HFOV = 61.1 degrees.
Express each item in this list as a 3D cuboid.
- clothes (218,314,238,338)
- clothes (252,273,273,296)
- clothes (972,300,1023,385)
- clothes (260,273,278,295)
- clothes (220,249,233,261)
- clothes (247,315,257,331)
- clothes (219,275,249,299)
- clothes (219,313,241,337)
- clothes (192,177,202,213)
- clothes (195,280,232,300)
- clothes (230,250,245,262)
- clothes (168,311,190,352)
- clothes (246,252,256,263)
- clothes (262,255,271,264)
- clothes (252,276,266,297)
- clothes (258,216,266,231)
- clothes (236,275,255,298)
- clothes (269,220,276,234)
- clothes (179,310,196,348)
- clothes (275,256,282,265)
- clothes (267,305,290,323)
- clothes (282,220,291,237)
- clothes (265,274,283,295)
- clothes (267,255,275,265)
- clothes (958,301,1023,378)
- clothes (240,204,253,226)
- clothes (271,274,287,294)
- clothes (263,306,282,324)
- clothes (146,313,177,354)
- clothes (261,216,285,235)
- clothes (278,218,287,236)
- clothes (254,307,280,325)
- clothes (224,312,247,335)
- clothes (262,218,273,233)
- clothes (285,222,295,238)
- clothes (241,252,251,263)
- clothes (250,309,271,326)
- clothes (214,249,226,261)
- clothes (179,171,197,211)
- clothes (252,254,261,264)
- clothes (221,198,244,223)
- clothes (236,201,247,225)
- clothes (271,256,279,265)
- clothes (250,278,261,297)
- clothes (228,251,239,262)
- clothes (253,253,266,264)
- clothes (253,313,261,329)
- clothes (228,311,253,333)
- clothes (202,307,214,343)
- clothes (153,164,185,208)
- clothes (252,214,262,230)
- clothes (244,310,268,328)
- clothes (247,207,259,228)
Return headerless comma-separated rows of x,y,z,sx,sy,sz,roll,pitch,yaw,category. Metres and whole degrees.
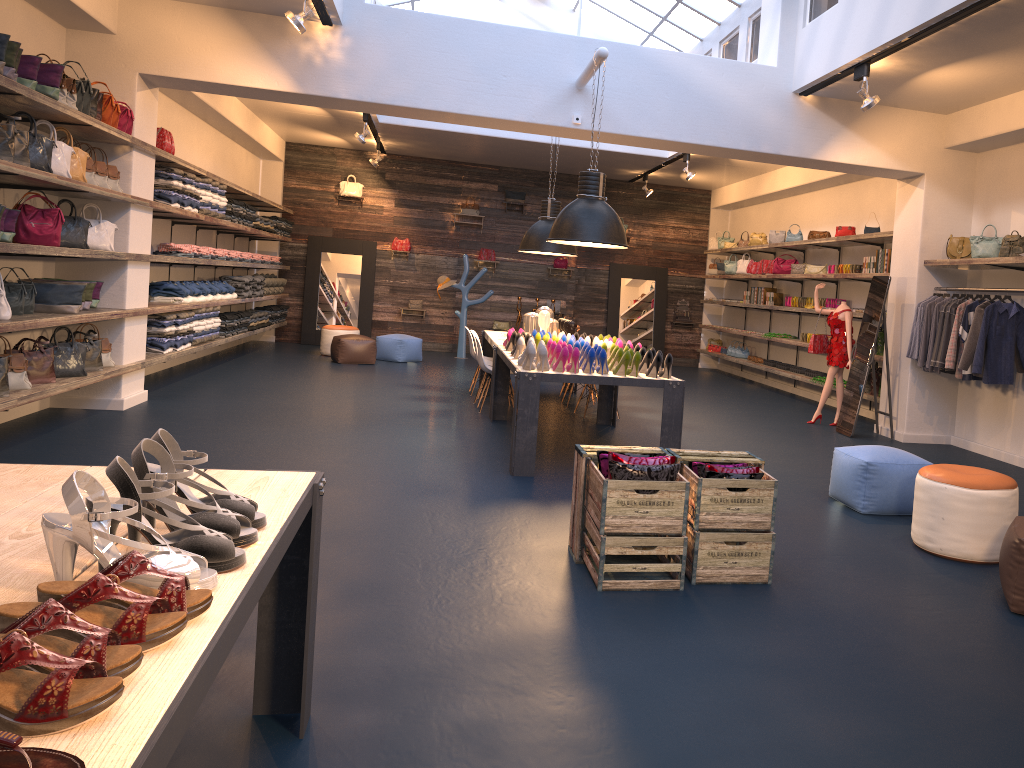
-3.674,-0.735,10.909,0.380,0.298,0.320,4,4,-7,clothes
-3.910,-1.542,13.399,0.341,0.341,0.389,4,5,-2,clothes
4.590,-0.386,8.087,0.700,0.794,0.169,3,2,-14,clothes
-3.947,-1.594,13.827,0.341,0.341,0.389,4,5,-2,clothes
-3.735,-1.646,11.046,0.333,0.154,0.339,3,6,-15,clothes
-3.873,-0.891,12.326,0.418,0.250,0.347,4,5,0,clothes
-3.722,-1.296,11.612,0.394,0.302,0.334,3,5,-21,clothes
-3.712,-0.774,11.223,0.386,0.298,0.305,3,5,-21,clothes
-3.469,-2.028,9.230,0.257,0.409,0.316,4,4,-2,clothes
-3.759,-1.169,10.770,0.419,0.240,0.436,5,5,6,clothes
-3.794,-1.731,11.746,0.333,0.154,0.339,3,6,-15,clothes
-3.508,-0.552,8.965,0.257,0.409,0.316,4,4,-2,clothes
-3.855,-1.818,12.463,0.333,0.154,0.339,3,6,-15,clothes
-3.974,-1.948,13.572,0.344,0.158,0.327,6,6,11,clothes
-3.828,-1.442,12.743,0.411,0.316,0.340,2,5,-23,clothes
-3.811,-2.373,12.661,0.432,0.250,0.336,3,5,-12,clothes
-3.763,-1.349,11.976,0.411,0.316,0.340,2,5,-23,clothes
-3.878,-2.469,13.451,0.432,0.250,0.336,3,5,-12,clothes
-3.562,-0.592,9.280,0.257,0.409,0.316,4,4,-2,clothes
-4.037,-2.078,14.601,0.333,0.154,0.339,3,6,-15,clothes
-4.009,-1.194,14.682,0.375,0.297,0.634,4,6,-6,clothes
-3.900,-2.610,14.470,0.364,0.298,0.298,4,4,-10,clothes
-3.983,-1.646,14.256,0.341,0.341,0.389,4,5,-2,clothes
-3.978,-1.993,13.902,0.333,0.154,0.339,3,6,-15,clothes
4.578,-0.414,8.242,0.731,0.733,0.167,3,2,-15,clothes
-3.646,-2.248,11.491,0.364,0.298,0.298,4,4,-10,clothes
-4.020,-1.698,14.684,0.341,0.341,0.389,4,5,-2,clothes
-3.965,-1.136,14.203,0.386,0.298,0.305,3,5,-21,clothes
-3.506,-0.512,8.621,0.257,0.409,0.316,4,4,-2,clothes
-3.834,-2.532,13.839,0.380,0.298,0.320,4,4,-7,clothes
-3.872,-2.571,14.153,0.386,0.298,0.305,3,5,-21,clothes
-3.927,-1.097,13.888,0.380,0.298,0.320,4,4,-7,clothes
-3.739,-0.813,11.540,0.364,0.298,0.298,4,4,-10,clothes
-3.847,-2.422,13.066,0.418,0.250,0.347,4,5,0,clothes
-3.927,-2.648,14.789,0.357,0.298,0.303,4,4,-4,clothes
-3.851,-1.774,12.133,0.344,0.158,0.327,6,6,11,clothes
-3.971,-1.034,13.500,0.432,0.250,0.336,3,5,-12,clothes
-3.731,-1.602,10.716,0.344,0.158,0.327,6,6,11,clothes
-3.415,-1.987,8.916,0.257,0.409,0.316,4,4,-2,clothes
-3.911,-1.859,12.833,0.344,0.158,0.327,6,6,11,clothes
-3.581,-2.170,10.859,0.380,0.298,0.320,4,4,-7,clothes
-3.619,-2.209,11.173,0.386,0.298,0.305,3,5,-21,clothes
-4.033,-2.033,14.272,0.344,0.158,0.327,6,6,11,clothes
-3.787,-1.389,12.378,0.394,0.302,0.334,3,5,-21,clothes
-3.790,-1.687,11.416,0.344,0.158,0.327,6,6,11,clothes
-3.915,-1.903,13.163,0.333,0.154,0.339,3,6,-15,clothes
-3.904,-0.938,12.711,0.432,0.250,0.336,3,5,-12,clothes
-3.766,-0.851,11.859,0.357,0.298,0.303,4,4,-4,clothes
-3.611,-0.691,9.962,0.268,0.454,0.336,5,4,4,clothes
-3.413,-1.948,8.571,0.257,0.409,0.316,4,4,-2,clothes
-3.780,-2.327,12.277,0.418,0.250,0.347,4,5,0,clothes
-3.940,-0.987,13.115,0.418,0.250,0.347,4,5,0,clothes
-3.674,-2.287,11.809,0.357,0.298,0.303,4,4,-4,clothes
